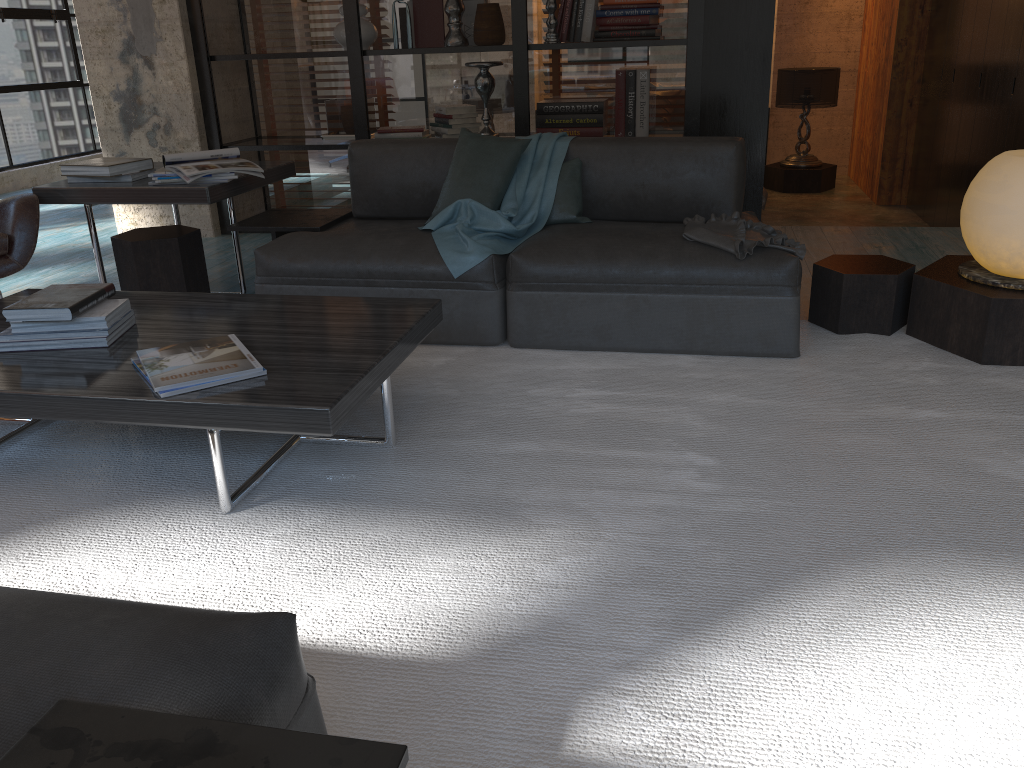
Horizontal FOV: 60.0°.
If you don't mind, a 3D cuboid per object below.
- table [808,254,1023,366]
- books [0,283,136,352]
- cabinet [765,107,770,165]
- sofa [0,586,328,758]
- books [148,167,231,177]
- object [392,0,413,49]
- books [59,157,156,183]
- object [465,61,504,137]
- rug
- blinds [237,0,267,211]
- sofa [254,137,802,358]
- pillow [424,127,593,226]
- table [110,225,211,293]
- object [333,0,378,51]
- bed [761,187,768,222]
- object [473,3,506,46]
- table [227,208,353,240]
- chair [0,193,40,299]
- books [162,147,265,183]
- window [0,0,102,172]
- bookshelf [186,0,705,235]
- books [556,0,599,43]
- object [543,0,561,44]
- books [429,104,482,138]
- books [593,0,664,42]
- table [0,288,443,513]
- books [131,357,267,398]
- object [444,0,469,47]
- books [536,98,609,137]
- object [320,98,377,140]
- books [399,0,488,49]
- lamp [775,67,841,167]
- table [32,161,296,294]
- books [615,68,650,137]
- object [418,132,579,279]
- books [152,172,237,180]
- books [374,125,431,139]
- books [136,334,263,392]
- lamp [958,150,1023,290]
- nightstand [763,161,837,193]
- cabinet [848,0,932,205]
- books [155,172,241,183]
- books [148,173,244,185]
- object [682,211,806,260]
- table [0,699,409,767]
[{"bbox_3d":[1.632,-0.281,3.186,1.044,0.230,0.616,3,22,12],"label":"table"},{"bbox_3d":[-1.276,-0.197,2.533,0.322,0.116,0.279,-3,21,-2],"label":"books"},{"bbox_3d":[1.620,-2.848,10.406,2.639,0.738,0.443,3,22,12],"label":"cabinet"},{"bbox_3d":[-1.368,0.429,0.999,2.063,0.680,1.019,3,22,12],"label":"sofa"},{"bbox_3d":[-1.318,-0.892,3.694,0.318,0.011,0.252,-4,21,-5],"label":"books"},{"bbox_3d":[-0.651,-2.196,5.250,0.121,0.395,0.062,4,22,14],"label":"object"},{"bbox_3d":[-1.719,-0.912,3.783,0.320,0.075,0.278,4,22,16],"label":"books"},{"bbox_3d":[-0.149,-1.609,5.062,0.218,0.433,0.218,0,21,4],"label":"object"},{"bbox_3d":[-1.340,0.173,2.594,7.768,0.032,2.954,3,22,12],"label":"rug"},{"bbox_3d":[-0.301,-2.127,5.459,2.915,3.160,0.136,3,22,12],"label":"blinds"},{"bbox_3d":[0.082,-0.630,3.607,2.063,0.680,1.019,3,22,12],"label":"sofa"},{"bbox_3d":[-0.008,-0.800,3.507,0.670,0.393,0.320,5,22,18],"label":"pillow"},{"bbox_3d":[-1.525,-0.491,3.873,0.365,0.340,0.316,-8,22,-16],"label":"table"},{"bbox_3d":[-0.947,-2.229,5.309,0.265,0.432,0.265,-15,25,-31],"label":"object"},{"bbox_3d":[1.232,-2.087,8.588,2.287,0.651,2.293,2,22,11],"label":"bed"},{"bbox_3d":[-0.134,-2.091,5.167,0.189,0.230,0.190,-15,25,-30],"label":"object"},{"bbox_3d":[-0.929,-0.536,3.882,0.413,0.390,0.420,3,22,12],"label":"table"},{"bbox_3d":[-2.483,-0.702,3.678,0.820,0.940,0.975,-17,26,-34],"label":"chair"},{"bbox_3d":[-1.240,-0.901,3.674,0.322,0.109,0.273,-17,26,-35],"label":"books"},{"bbox_3d":[-4.285,-3.264,7.819,0.081,2.530,1.780,3,22,12],"label":"window"},{"bbox_3d":[-0.376,-2.178,5.066,2.900,2.571,0.628,3,22,12],"label":"bookshelf"},{"bbox_3d":[0.362,-2.105,4.977,0.256,0.354,0.216,3,22,12],"label":"books"},{"bbox_3d":[0.219,-2.027,4.860,0.099,0.301,0.099,0,21,7],"label":"object"},{"bbox_3d":[-0.336,-1.568,5.306,0.257,0.188,0.306,-10,23,-21],"label":"books"},{"bbox_3d":[0.664,-2.107,5.022,0.378,0.303,0.303,3,22,13],"label":"books"},{"bbox_3d":[-1.040,0.004,2.583,1.500,0.309,0.900,3,22,12],"label":"table"},{"bbox_3d":[-0.796,-0.046,2.240,0.252,0.011,0.318,-15,25,-31],"label":"books"},{"bbox_3d":[-0.334,-2.194,5.147,0.191,0.447,0.192,-14,24,-28],"label":"object"},{"bbox_3d":[0.360,-1.572,5.242,0.393,0.197,0.274,3,22,12],"label":"books"},{"bbox_3d":[-1.002,-1.665,5.560,0.335,0.231,0.284,3,22,12],"label":"object"},{"bbox_3d":[-0.422,-2.184,5.328,0.547,0.299,0.147,3,22,12],"label":"books"},{"bbox_3d":[2.954,-2.687,8.941,0.591,0.933,0.591,0,21,4],"label":"lamp"},{"bbox_3d":[-1.495,-0.669,4.031,0.800,0.570,0.800,3,22,12],"label":"table"},{"bbox_3d":[0.693,-1.625,5.118,0.191,0.362,0.277,1,21,7],"label":"books"},{"bbox_3d":[-0.002,-0.757,3.565,0.444,0.438,0.985,14,26,36],"label":"object"},{"bbox_3d":[-1.310,-0.880,3.694,0.318,0.011,0.252,-6,21,-10],"label":"books"},{"bbox_3d":[-0.662,-1.521,5.382,0.319,0.068,0.231,-1,21,4],"label":"books"},{"bbox_3d":[-0.795,-0.059,2.244,0.252,0.011,0.318,-13,24,-26],"label":"books"},{"bbox_3d":[1.790,-0.574,3.032,0.462,0.417,0.462,15,27,38],"label":"lamp"},{"bbox_3d":[2.965,-2.137,9.139,0.617,0.230,0.711,16,28,39],"label":"nightstand"},{"bbox_3d":[3.627,-3.390,8.456,0.267,3.018,1.907,3,22,12],"label":"cabinet"},{"bbox_3d":[-1.294,-0.867,3.687,0.318,0.011,0.252,-6,21,-10],"label":"books"},{"bbox_3d":[-1.310,-0.857,3.693,0.318,0.011,0.252,-2,21,-1],"label":"books"},{"bbox_3d":[0.830,-0.506,3.212,0.429,0.185,0.433,1,21,8],"label":"object"},{"bbox_3d":[-0.346,0.620,0.836,0.413,0.390,0.420,3,22,12],"label":"table"}]
